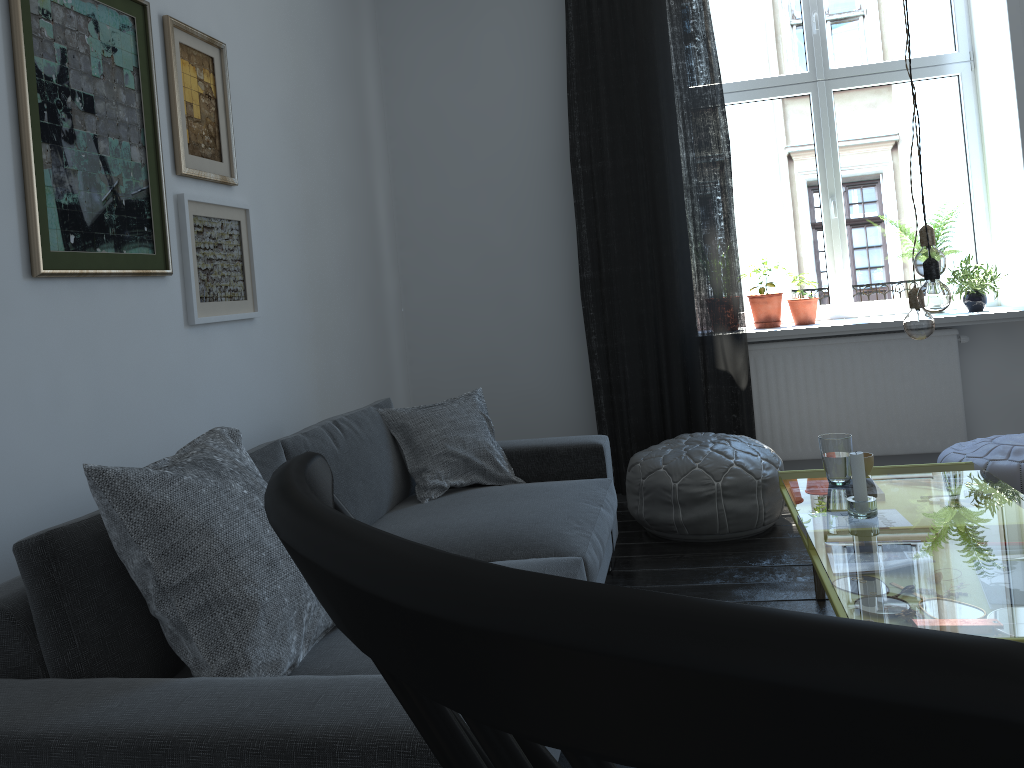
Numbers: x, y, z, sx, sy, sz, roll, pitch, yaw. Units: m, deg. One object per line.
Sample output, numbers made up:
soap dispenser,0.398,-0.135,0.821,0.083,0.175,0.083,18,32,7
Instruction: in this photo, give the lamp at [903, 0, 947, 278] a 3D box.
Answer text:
lamp,0.979,-1.009,2.210,0.074,1.499,0.074,-5,-1,-32

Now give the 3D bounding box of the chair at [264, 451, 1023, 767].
chair,0.361,0.487,0.518,0.911,1.006,0.609,-7,2,-34

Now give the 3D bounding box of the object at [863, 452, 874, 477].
object,1.093,0.256,2.767,0.086,0.066,0.087,-3,4,39

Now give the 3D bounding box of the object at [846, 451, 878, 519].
object,0.920,0.263,2.330,0.075,0.173,0.074,-5,0,-44

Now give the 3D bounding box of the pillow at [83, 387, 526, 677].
pillow,-0.432,0.256,2.516,0.477,0.491,2.070,-5,5,16

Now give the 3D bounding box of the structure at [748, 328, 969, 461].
structure,1.718,0.074,4.366,1.062,0.629,0.073,-4,-1,11

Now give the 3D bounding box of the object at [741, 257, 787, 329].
object,1.329,-0.483,4.656,0.257,0.370,0.235,-5,1,23

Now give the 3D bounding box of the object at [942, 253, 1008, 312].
object,2.300,-0.506,4.373,0.284,0.295,0.287,-5,2,16

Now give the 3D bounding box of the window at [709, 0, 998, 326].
window,1.709,-1.344,4.790,1.565,1.989,0.107,-5,-1,11

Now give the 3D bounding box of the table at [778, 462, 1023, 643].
table,1.063,0.552,2.187,0.599,0.398,1.410,-5,5,12

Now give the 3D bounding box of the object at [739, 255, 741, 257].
object,1.121,-0.534,4.703,0.300,0.499,0.334,-5,1,-5

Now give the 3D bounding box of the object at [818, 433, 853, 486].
object,0.996,0.232,2.696,0.098,0.146,0.097,-6,1,-28

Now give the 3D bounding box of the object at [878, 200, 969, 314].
object,2.160,-0.643,4.515,0.329,0.566,0.392,-6,1,-25

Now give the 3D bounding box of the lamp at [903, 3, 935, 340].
lamp,0.976,-0.858,2.247,0.088,1.499,0.074,-6,-1,35

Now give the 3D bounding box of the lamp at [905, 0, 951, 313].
lamp,0.963,-0.919,2.147,0.087,1.499,0.074,-5,-1,-27

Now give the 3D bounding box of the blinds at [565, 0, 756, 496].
blinds,0.692,-0.946,4.365,0.803,2.976,0.112,-5,-1,10

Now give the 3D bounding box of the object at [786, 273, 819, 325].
object,1.528,-0.449,4.598,0.195,0.278,0.176,-6,1,-22

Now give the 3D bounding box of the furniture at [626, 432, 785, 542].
furniture,0.833,0.420,3.801,0.678,0.382,0.683,-4,4,11

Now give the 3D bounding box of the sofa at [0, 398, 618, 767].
sofa,-0.319,0.492,2.427,1.081,0.722,2.388,-5,5,12

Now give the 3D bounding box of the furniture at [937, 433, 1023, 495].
furniture,1.853,0.402,3.138,0.614,0.419,0.613,-5,4,6
